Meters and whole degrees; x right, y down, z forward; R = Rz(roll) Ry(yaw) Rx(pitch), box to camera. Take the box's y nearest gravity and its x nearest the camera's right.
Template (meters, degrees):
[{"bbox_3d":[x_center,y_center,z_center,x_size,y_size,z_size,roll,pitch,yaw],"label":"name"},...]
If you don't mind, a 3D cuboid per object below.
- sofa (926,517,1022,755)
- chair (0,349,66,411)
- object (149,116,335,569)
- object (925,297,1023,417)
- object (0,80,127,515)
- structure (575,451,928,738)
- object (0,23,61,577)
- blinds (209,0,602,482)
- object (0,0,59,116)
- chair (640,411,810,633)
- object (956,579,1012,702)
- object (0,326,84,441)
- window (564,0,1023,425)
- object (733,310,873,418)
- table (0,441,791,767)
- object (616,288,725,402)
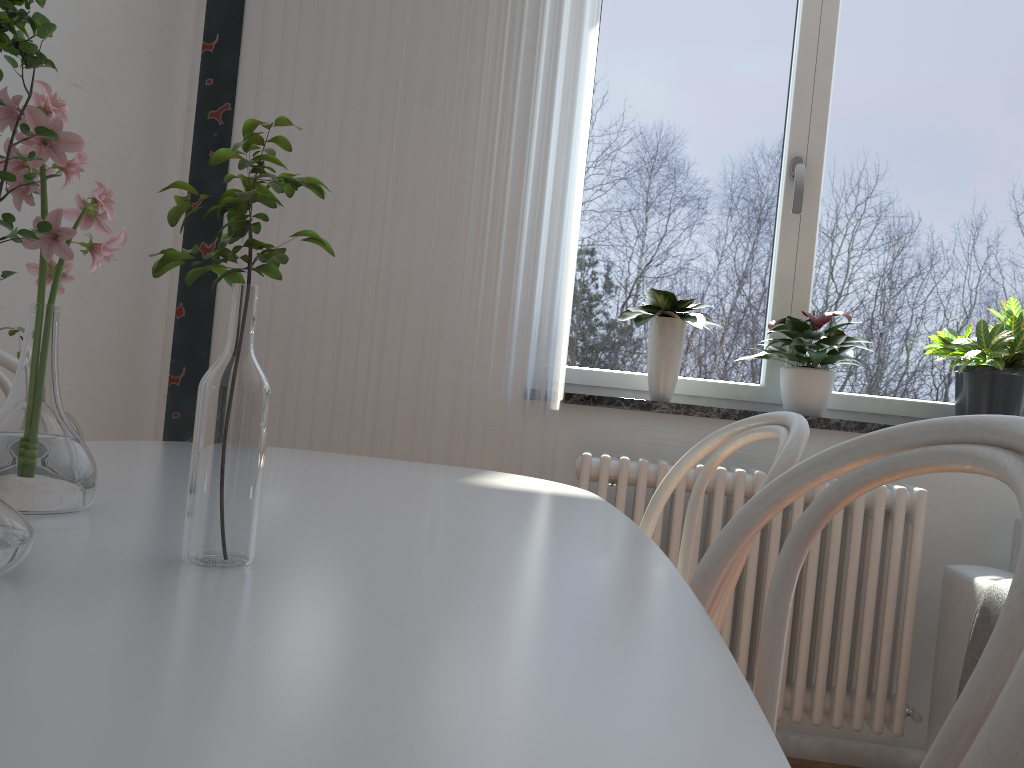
[{"bbox_3d":[2.231,0.734,1.645,2.461,0.843,1.004,6,-1,6],"label":"sofa"},{"bbox_3d":[-0.673,0.394,1.235,0.520,0.917,0.448,6,0,11],"label":"chair"},{"bbox_3d":[-0.185,-0.028,0.607,0.146,0.294,0.098,6,0,40],"label":"object"},{"bbox_3d":[1.331,-0.052,2.469,0.333,0.384,0.300,6,0,21],"label":"object"},{"bbox_3d":[-0.382,-0.073,0.729,0.111,0.349,0.108,6,0,-25],"label":"object"},{"bbox_3d":[0.589,0.533,2.360,0.972,0.624,0.224,6,0,6],"label":"structure"},{"bbox_3d":[-0.295,-0.048,0.484,0.084,0.308,0.084,6,0,-39],"label":"object"},{"bbox_3d":[-0.315,-0.541,2.509,1.037,2.887,0.055,6,0,6],"label":"blinds"},{"bbox_3d":[-0.347,-0.108,0.550,0.107,0.419,0.110,6,0,-5],"label":"object"},{"bbox_3d":[1.652,0.417,1.367,3.695,1.342,0.447,6,0,-9],"label":"chair"},{"bbox_3d":[1.084,0.686,1.674,0.288,0.533,0.608,6,-1,6],"label":"object"},{"bbox_3d":[-0.469,0.020,0.863,0.112,0.151,0.087,6,0,29],"label":"object"},{"bbox_3d":[1.633,-0.585,2.582,3.019,1.510,0.151,6,0,6],"label":"window"},{"bbox_3d":[0.852,-0.061,2.548,0.380,0.308,0.370,6,-1,-19],"label":"object"},{"bbox_3d":[-0.388,0.484,0.437,0.931,0.770,2.290,6,-1,6],"label":"table"},{"bbox_3d":[0.452,-0.105,2.537,0.292,0.315,0.354,6,-1,-3],"label":"object"}]
